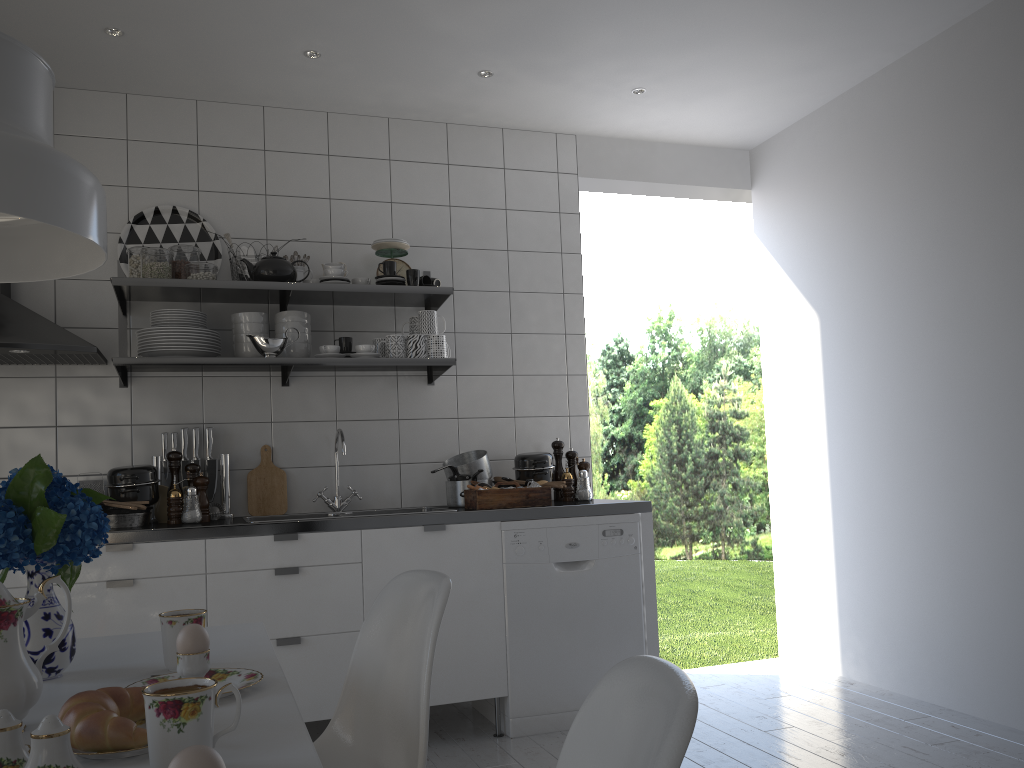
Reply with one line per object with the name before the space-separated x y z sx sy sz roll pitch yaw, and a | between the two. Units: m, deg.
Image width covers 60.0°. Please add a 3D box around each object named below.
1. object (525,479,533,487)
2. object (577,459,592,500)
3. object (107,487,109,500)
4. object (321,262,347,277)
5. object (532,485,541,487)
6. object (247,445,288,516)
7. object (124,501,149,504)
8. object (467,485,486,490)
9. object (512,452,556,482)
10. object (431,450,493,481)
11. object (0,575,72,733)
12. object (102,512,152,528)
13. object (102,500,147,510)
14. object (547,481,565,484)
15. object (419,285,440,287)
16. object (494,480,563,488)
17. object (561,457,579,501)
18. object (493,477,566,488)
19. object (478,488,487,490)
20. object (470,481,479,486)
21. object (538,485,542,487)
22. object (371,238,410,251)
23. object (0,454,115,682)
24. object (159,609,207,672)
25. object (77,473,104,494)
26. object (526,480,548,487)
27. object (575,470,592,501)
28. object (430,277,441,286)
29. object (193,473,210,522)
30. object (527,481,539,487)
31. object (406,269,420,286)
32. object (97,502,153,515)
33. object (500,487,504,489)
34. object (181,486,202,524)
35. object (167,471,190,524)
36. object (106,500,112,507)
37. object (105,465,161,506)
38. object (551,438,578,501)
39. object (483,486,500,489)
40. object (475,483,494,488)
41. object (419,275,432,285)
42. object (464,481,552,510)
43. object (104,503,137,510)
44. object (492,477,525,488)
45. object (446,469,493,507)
object | 0.035 0.446 3.777 0.243 0.082 0.348 -5 -6 22
object | 0.321 0.423 3.936 0.058 0.184 0.058 -3 -4 9
object | -1.509 0.441 3.435 0.101 0.201 0.081 -2 -4 1
object | -0.735 -0.429 3.688 0.127 0.151 0.116 -3 -4 7
object | 0.098 0.429 3.483 0.069 0.062 0.042 -3 -4 12
object | -1.009 0.395 3.648 0.157 0.293 0.047 -1 -4 -19
object | -1.402 0.427 3.128 0.337 0.021 0.065 -6 -7 34
object | -0.068 0.435 3.454 0.217 0.093 0.030 -3 -4 7
object | 0.097 0.375 3.866 0.197 0.158 0.190 -5 -6 32
object | -0.244 0.363 3.727 0.371 0.168 0.203 2 -7 -42
object | -0.681 0.340 1.160 0.149 0.230 0.140 -2 -4 -1
object | -1.465 0.482 3.146 0.351 0.060 0.233 2 -7 -40
object | -1.405 0.413 3.091 0.334 0.060 0.059 -5 -5 29
object | 0.073 0.429 3.771 0.337 0.021 0.065 -6 -7 34
object | -0.353 -0.385 3.634 0.121 0.021 0.121 -1 -6 -15
object | 0.062 0.420 3.719 0.335 0.044 0.064 -7 -7 37
object | 0.252 0.418 3.891 0.080 0.192 0.058 0 -4 -30
object | 0.070 0.415 3.733 0.334 0.060 0.059 -5 -5 29
object | -0.109 0.424 3.421 0.049 0.048 0.048 -2 -5 -8
object | -0.041 0.442 3.608 0.266 0.106 0.048 0 -4 -22
object | 0.100 0.435 3.525 0.069 0.063 0.040 -5 -5 29
object | -0.518 -0.584 3.777 0.164 0.046 0.163 -6 -6 30
object | -0.808 0.306 1.490 0.265 0.376 0.237 -1 -4 -17
object | -0.564 0.439 1.521 0.078 0.095 0.091 0 -5 -26
object | -1.595 0.437 3.355 0.101 0.201 0.081 0 -4 -29
object | 0.016 0.444 3.603 0.271 0.094 0.050 -1 -4 -14
object | 0.312 0.441 3.861 0.069 0.135 0.069 1 -5 -39
object | -0.338 -0.416 3.651 0.069 0.059 0.083 2 -6 -41
object | -1.154 0.421 3.294 0.058 0.184 0.058 -3 -4 9
object | 0.083 0.421 3.578 0.050 0.058 0.053 0 -5 -26
object | -0.391 -0.419 3.557 0.070 0.077 0.055 -5 -5 34
object | -1.440 0.444 3.135 0.243 0.082 0.348 -5 -6 22
object | -0.050 0.443 3.551 0.054 0.059 0.068 0 -5 -23
object | -1.163 0.439 3.218 0.069 0.135 0.069 1 -5 -39
object | -1.223 0.416 3.248 0.080 0.192 0.058 0 -4 -30
object | -1.428 0.430 3.140 0.246 0.080 0.357 -1 -6 -11
object | -1.378 0.373 3.224 0.197 0.158 0.190 -5 -6 32
object | 0.241 0.382 3.978 0.123 0.282 0.061 -1 -4 -14
object | -0.004 0.438 3.473 0.220 0.084 0.030 -3 -4 6
object | -0.117 0.444 3.544 0.118 0.099 0.085 0 -5 -25
object | -0.367 -0.411 3.627 0.080 0.058 0.069 -7 -7 43
object | -0.020 0.438 3.519 0.301 0.100 0.211 -1 -6 -17
object | -1.413 0.418 3.077 0.335 0.044 0.064 -7 -7 37
object | 0.047 0.433 3.782 0.246 0.080 0.357 -1 -6 -11
object | -0.140 0.436 3.716 0.200 0.153 0.349 1 -6 -35
